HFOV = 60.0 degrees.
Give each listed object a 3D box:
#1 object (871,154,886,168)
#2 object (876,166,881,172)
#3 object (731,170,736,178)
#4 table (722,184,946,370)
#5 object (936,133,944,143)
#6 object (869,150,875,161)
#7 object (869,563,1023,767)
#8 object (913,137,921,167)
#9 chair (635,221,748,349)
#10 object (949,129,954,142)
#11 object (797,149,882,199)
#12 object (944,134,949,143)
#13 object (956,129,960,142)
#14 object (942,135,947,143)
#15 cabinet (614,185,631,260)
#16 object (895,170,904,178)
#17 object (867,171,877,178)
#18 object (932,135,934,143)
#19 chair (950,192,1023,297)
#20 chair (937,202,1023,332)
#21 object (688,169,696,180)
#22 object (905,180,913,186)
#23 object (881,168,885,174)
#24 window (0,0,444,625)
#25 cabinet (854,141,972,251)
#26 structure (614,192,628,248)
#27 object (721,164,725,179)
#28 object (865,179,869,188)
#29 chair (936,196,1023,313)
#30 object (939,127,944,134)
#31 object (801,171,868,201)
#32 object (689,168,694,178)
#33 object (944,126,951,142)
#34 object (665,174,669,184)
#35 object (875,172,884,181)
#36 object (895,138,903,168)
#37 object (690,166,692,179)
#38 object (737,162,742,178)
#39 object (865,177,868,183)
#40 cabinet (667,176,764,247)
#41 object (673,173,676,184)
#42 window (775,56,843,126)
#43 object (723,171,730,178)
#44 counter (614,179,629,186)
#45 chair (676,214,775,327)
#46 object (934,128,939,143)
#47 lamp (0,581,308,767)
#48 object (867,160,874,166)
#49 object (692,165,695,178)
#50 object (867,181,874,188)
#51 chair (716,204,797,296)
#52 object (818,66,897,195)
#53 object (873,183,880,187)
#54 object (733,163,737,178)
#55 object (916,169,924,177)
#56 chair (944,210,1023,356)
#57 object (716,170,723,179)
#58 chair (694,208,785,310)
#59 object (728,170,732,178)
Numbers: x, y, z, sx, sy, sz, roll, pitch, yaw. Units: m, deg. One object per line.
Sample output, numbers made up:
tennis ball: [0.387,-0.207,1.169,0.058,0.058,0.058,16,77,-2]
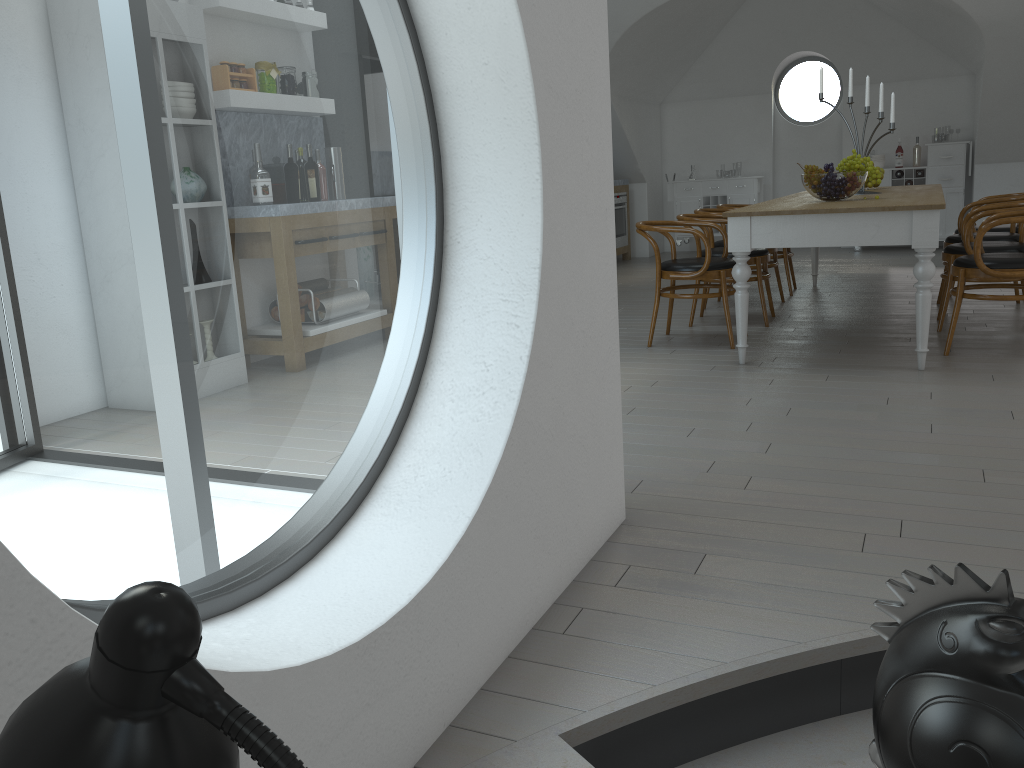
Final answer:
object: [4.156,-2.518,10.056,0.158,0.159,0.154,-12,15,-35]
object: [2.721,-1.594,6.612,0.058,0.057,0.053,7,16,39]
object: [2.648,-2.511,10.599,0.071,0.098,0.071,-14,15,-40]
table: [2.255,-0.838,5.831,1.019,0.794,3.367,2,14,25]
object: [4.672,-2.680,9.678,0.082,0.104,0.082,-9,13,-25]
object: [4.157,-2.617,10.288,0.115,0.208,0.065,3,13,27]
object: [0.755,0.556,1.415,0.320,0.559,0.322,-4,12,-1]
object: [4.519,-2.589,9.888,0.085,0.329,0.085,-7,12,-15]
chair: [1.063,-0.615,5.325,0.621,0.731,0.530,2,13,25]
object: [4.804,-2.713,9.694,0.046,0.142,0.046,5,14,36]
object: [1.846,-1.179,5.014,0.394,0.283,0.294,-6,12,-10]
object: [4.792,-2.710,9.794,0.071,0.098,0.071,4,14,33]
object: [4.877,-2.718,9.695,0.046,0.142,0.046,5,14,36]
object: [4.734,-2.687,9.739,0.077,0.085,0.078,4,14,33]
cabinet: [-0.337,-1.194,8.118,1.004,1.016,6.464,2,14,25]
object: [4.366,-2.363,9.982,0.093,0.094,0.361,2,14,26]
object: [2.666,-1.555,6.568,0.071,0.063,0.072,1,13,19]
object: [4.706,-2.709,9.825,0.095,0.093,0.094,-11,14,-31]
chair: [3.543,-1.022,6.461,0.622,0.731,0.530,3,13,28]
chair: [2.855,-0.697,5.214,0.621,0.731,0.530,2,13,25]
object: [2.227,-2.587,10.970,0.101,0.137,0.067,2,13,25]
object: [4.467,-2.252,9.967,0.085,0.085,0.332,2,14,25]
object: [2.764,-1.589,6.652,0.063,0.063,0.062,-6,12,-12]
window: [-0.523,-0.344,1.502,0.104,1.462,1.478,2,13,25]
cabinet: [4.490,-2.113,10.043,1.243,1.147,0.613,2,13,25]
structure: [0.993,-1.932,10.512,0.631,0.633,0.636,2,13,25]
object: [2.534,-2.553,10.651,0.048,0.168,0.048,-1,12,13]
object: [2.661,-1.516,6.678,0.080,0.073,0.079,-8,13,-19]
chair: [3.176,-0.862,5.851,0.621,0.731,0.530,1,13,20]
object: [4.771,-2.763,9.852,0.054,0.178,0.054,1,12,20]
object: [1.832,-1.122,5.049,0.360,0.159,0.362,-2,13,6]
object: [2.230,-2.608,10.972,0.097,0.136,0.029,3,13,28]
object: [4.834,-2.769,9.842,0.063,0.186,0.063,-1,12,12]
object: [1.925,-2.443,10.871,0.088,0.267,0.029,-4,11,-1]
object: [2.726,-1.543,6.589,0.071,0.072,0.071,-5,12,-9]
object: [4.358,-2.597,9.970,0.081,0.328,0.082,1,12,21]
object: [2.218,-2.623,10.972,0.039,0.174,0.054,2,13,25]
object: [2.718,-2.561,10.599,0.063,0.186,0.063,-1,12,11]
object: [2.625,-1.523,6.610,0.059,0.055,0.060,1,13,20]
cabinet: [2.489,-2.095,10.792,1.135,0.785,0.499,2,13,25]
object: [1.974,-2.441,10.848,0.029,0.267,0.088,-12,14,-37]
window: [3.586,-3.526,10.693,0.900,0.894,0.060,2,13,25]
object: [2.566,-2.500,10.601,0.077,0.085,0.077,-1,12,13]
counter: [-0.374,-2.010,8.033,0.962,0.616,6.612,2,14,25]
chair: [1.423,-0.777,5.940,0.621,0.731,0.530,1,13,22]
object: [4.669,-2.729,9.752,0.048,0.168,0.048,-10,13,-31]
lamp: [-0.206,0.454,0.648,0.323,0.656,0.234,6,15,40]
object: [2.668,-1.633,6.620,0.072,0.074,0.073,2,13,25]
object: [2.241,-2.616,10.946,0.039,0.163,0.024,5,14,38]
object: [2.674,-1.488,6.616,0.050,0.050,0.051,3,14,29]
chair: [1.990,-1.108,7.245,0.621,0.731,0.530,1,13,22]
object: [2.267,-1.688,5.822,0.265,0.870,0.779,-3,12,0]
object: [2.730,-1.508,6.654,0.063,0.063,0.064,5,15,36]
object: [2.680,-2.566,10.650,0.054,0.178,0.054,-3,11,3]
object: [4.551,-2.348,9.887,0.087,0.084,0.362,2,14,25]
chair: [2.585,-0.531,4.554,0.622,0.731,0.530,3,13,28]
object: [2.479,-2.505,10.601,0.082,0.104,0.082,6,15,38]
chair: [1.676,-0.945,6.609,0.622,0.731,0.530,3,13,28]
object: [2.608,-2.525,10.680,0.094,0.093,0.094,-1,12,13]
